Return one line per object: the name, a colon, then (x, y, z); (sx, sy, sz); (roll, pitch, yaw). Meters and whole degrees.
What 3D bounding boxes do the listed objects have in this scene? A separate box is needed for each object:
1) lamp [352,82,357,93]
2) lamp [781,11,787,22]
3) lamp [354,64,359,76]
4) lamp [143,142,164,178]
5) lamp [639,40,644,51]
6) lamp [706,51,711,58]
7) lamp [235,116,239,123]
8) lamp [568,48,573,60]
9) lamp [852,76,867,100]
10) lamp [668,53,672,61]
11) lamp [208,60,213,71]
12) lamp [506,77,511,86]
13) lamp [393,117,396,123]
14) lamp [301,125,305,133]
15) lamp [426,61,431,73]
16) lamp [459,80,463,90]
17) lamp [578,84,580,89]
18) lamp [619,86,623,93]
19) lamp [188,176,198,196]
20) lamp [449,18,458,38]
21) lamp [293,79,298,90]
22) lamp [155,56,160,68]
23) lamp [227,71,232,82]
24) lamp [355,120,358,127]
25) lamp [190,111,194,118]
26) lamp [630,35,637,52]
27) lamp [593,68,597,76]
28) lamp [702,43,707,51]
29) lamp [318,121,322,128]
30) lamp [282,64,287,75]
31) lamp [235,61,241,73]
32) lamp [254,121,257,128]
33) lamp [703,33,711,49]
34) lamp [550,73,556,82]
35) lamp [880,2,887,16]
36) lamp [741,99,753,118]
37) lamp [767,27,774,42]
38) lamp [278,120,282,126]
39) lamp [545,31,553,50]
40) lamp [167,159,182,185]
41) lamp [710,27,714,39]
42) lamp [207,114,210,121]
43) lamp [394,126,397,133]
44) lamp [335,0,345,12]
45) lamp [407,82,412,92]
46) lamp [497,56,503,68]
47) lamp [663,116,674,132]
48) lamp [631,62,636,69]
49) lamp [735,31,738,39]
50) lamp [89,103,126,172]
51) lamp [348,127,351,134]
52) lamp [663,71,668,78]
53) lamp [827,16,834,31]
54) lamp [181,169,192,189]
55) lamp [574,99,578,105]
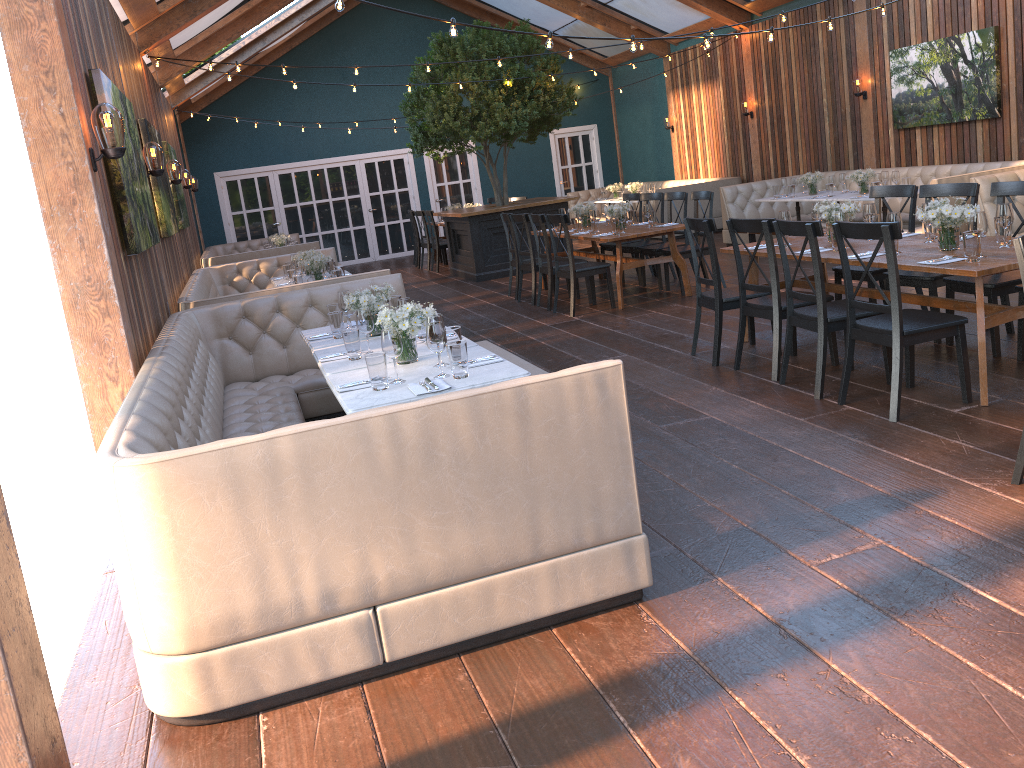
lamp: (-1.909, -3.583, 10.696); (0.056, 0.119, 0.057); (1, 14, 39)
lamp: (2.875, -3.890, 9.363); (0.056, 0.119, 0.057); (-7, 11, 5)
lamp: (-1.655, -3.331, 9.383); (0.056, 0.119, 0.057); (-9, 11, -4)
lamp: (-2.795, -1.723, 6.884); (0.178, 0.316, 0.147); (-11, 11, -16)
lamp: (1.377, -3.608, 9.406); (0.056, 0.120, 0.057); (-8, 11, -1)
lamp: (3.211, -5.394, 14.467); (0.074, 0.114, 0.057); (-10, 11, -10)
lamp: (-4.693, -4.517, 15.091); (0.057, 0.120, 0.056); (-15, 13, -31)
lamp: (0.619, -3.509, 9.410); (0.057, 0.119, 0.056); (-17, 14, -40)
lamp: (4.690, -3.996, 11.953); (0.178, 0.316, 0.147); (-11, 11, -16)
lamp: (2.417, -5.006, 13.549); (0.057, 0.119, 0.056); (-15, 13, -33)
lamp: (-3.178, -3.352, 9.316); (0.056, 0.119, 0.057); (1, 14, 39)
lamp: (-0.052, -4.090, 11.968); (0.056, 0.119, 0.057); (-6, 11, 9)
lamp: (-2.239, -5.028, 16.868); (0.067, 0.116, 0.057); (-2, 12, 27)
lamp: (-3.470, -4.228, 14.665); (0.056, 0.118, 0.060); (-10, 11, -12)
lamp: (-0.894, -3.366, 9.402); (0.056, 0.120, 0.057); (-9, 11, -7)
lamp: (-0.669, -3.902, 11.547); (0.057, 0.120, 0.056); (-16, 13, -35)
lamp: (1.452, -6.448, 19.189); (0.057, 0.119, 0.056); (-15, 13, -33)
lamp: (1.800, -4.861, 14.616); (0.057, 0.119, 0.056); (-16, 14, -38)
lamp: (-5.295, -3.295, 14.692); (0.178, 0.316, 0.147); (-11, 11, -16)
lamp: (-0.367, -2.206, 5.474); (0.056, 0.119, 0.057); (-12, 11, -19)
lamp: (-2.513, -3.469, 10.241); (0.056, 0.117, 0.063); (-3, 12, 25)
lamp: (-3.749, -3.398, 9.347); (0.056, 0.117, 0.062); (-4, 12, 19)
lamp: (-3.128, -3.404, 9.792); (0.056, 0.117, 0.066); (-1, 13, 32)
lamp: (-2.888, -4.844, 16.451); (0.056, 0.119, 0.057); (-6, 11, 8)
lamp: (-5.297, -4.461, 14.621); (0.056, 0.119, 0.057); (2, 15, 43)
lamp: (0.869, -2.444, 6.354); (0.056, 0.120, 0.057); (-11, 11, -17)
lamp: (1.198, -4.500, 12.761); (0.060, 0.118, 0.057); (-6, 11, 7)
lamp: (3.029, -5.300, 13.907); (0.064, 0.117, 0.057); (-9, 11, -7)
lamp: (-3.477, -4.693, 16.010); (0.056, 0.119, 0.057); (-11, 11, -14)
lamp: (-2.412, -3.327, 9.357); (0.056, 0.120, 0.057); (-6, 11, 8)
lamp: (-2.889, -3.345, 9.331); (0.056, 0.120, 0.057); (-10, 11, -13)
lamp: (-4.233, -4.282, 14.598); (0.060, 0.118, 0.057); (-12, 12, -22)
lamp: (1.494, -2.625, 6.768); (0.056, 0.119, 0.057); (-10, 11, -10)
lamp: (0.575, -4.285, 12.363); (0.060, 0.118, 0.057); (-14, 13, -30)
lamp: (3.335, -3.365, 7.948); (0.056, 0.119, 0.057); (-6, 11, 11)
lamp: (3.859, -4.519, 14.548); (0.178, 0.316, 0.147); (-11, 11, -16)
lamp: (2.100, -2.839, 7.187); (0.056, 0.119, 0.057); (-7, 11, 3)
lamp: (-4.083, -4.588, 15.552); (0.056, 0.119, 0.057); (-8, 11, -1)
lamp: (0.245, -2.299, 5.922); (0.056, 0.118, 0.057); (-1, 13, 33)
lamp: (-3.633, -2.250, 9.501); (0.178, 0.316, 0.147); (-11, 11, -16)
lamp: (2.123, -3.730, 9.409); (0.056, 0.116, 0.068); (0, 14, 36)
lamp: (-4.981, -4.370, 14.522); (0.076, 0.112, 0.057); (-2, 12, 29)
lamp: (-1.949, -4.241, 14.749); (0.056, 0.118, 0.061); (-4, 12, 20)
lamp: (-0.983, -2.177, 5.023); (0.056, 0.118, 0.060); (-5, 11, 15)
lamp: (-1.294, -3.732, 11.134); (0.057, 0.119, 0.057); (-14, 12, -28)
lamp: (-0.133, -3.429, 9.417); (0.056, 0.120, 0.057); (-3, 12, 24)
lamp: (3.028, -5.042, 17.144); (0.178, 0.316, 0.147); (-11, 11, -16)
lamp: (1.811, -4.737, 13.150); (0.056, 0.116, 0.068); (-12, 12, -19)
lamp: (3.624, -5.632, 14.280); (0.056, 0.118, 0.057); (-5, 11, 13)
lamp: (-1.968, -1.203, 4.302); (0.178, 0.316, 0.147); (-11, 11, -16)
lamp: (-2.695, -4.206, 14.683); (0.056, 0.113, 0.075); (-2, 12, 26)
lamp: (2.523, -5.095, 14.545); (0.057, 0.116, 0.066); (-17, 14, -39)
lamp: (2.724, -3.083, 7.569); (0.057, 0.119, 0.056); (-14, 12, -28)
lamp: (-4.463, -2.772, 12.095); (0.178, 0.316, 0.147); (-11, 11, -16)
lamp: (1.059, -4.676, 14.683); (0.057, 0.119, 0.056); (-17, 14, -39)
